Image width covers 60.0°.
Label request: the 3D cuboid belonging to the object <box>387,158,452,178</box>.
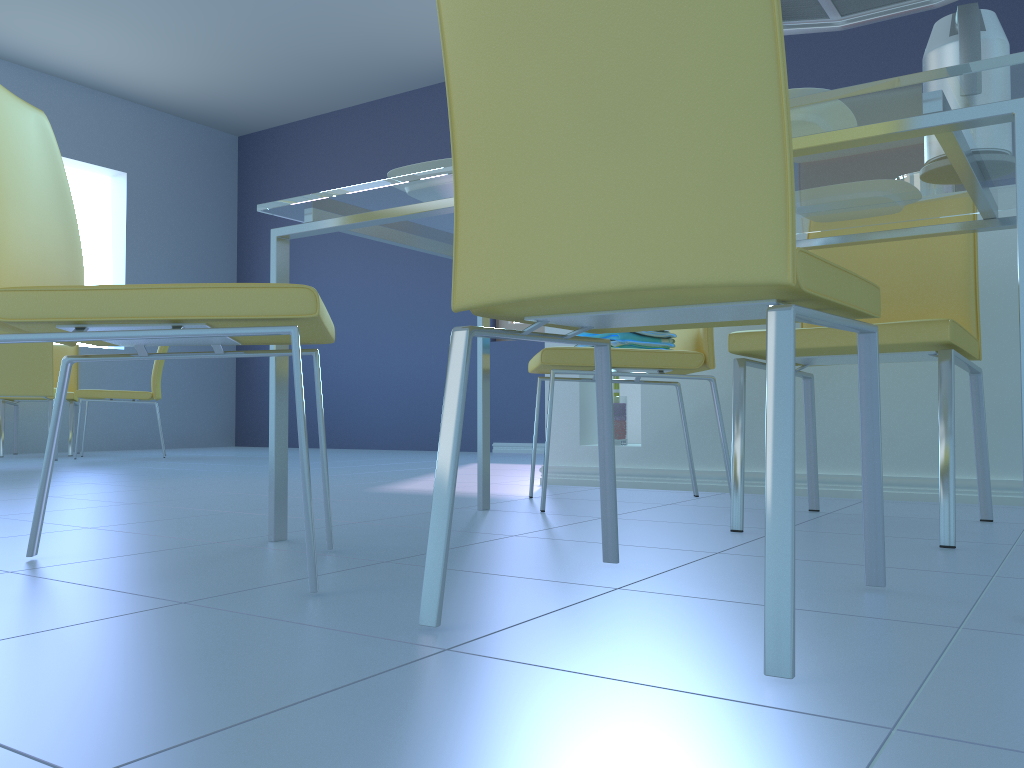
[{"bbox_3d":[-0.076,-0.329,1.467,0.228,0.020,0.228,-1,-3,30],"label":"object"}]

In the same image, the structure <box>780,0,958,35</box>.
[{"bbox_3d":[1.089,-1.703,2.725,0.895,0.962,0.695,-2,-3,33],"label":"structure"}]

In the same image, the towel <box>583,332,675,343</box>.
[{"bbox_3d":[0.281,-0.110,2.239,0.195,0.027,0.192,1,-3,-36],"label":"towel"}]

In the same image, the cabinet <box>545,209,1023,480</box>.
[{"bbox_3d":[1.467,-0.058,3.344,2.139,0.800,2.200,-2,-3,33],"label":"cabinet"}]

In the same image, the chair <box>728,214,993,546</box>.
[{"bbox_3d":[0.706,-0.071,1.763,0.387,0.695,0.484,-2,-3,36],"label":"chair"}]

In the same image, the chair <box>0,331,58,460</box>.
[{"bbox_3d":[-2.471,0.041,4.401,0.387,0.695,0.484,1,-3,-26],"label":"chair"}]

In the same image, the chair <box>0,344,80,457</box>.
[{"bbox_3d":[-2.861,0.082,5.410,0.387,0.695,0.484,1,-2,-21],"label":"chair"}]

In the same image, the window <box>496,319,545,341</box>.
[{"bbox_3d":[0.509,-0.919,5.403,1.475,1.263,0.142,-2,-3,33],"label":"window"}]

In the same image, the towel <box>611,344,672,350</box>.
[{"bbox_3d":[0.280,-0.081,2.240,0.195,0.024,0.201,2,-3,-37],"label":"towel"}]

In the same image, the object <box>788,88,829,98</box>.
[{"bbox_3d":[0.339,-0.341,1.193,0.228,0.020,0.228,-1,-3,30],"label":"object"}]

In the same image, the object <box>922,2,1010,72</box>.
[{"bbox_3d":[0.686,-0.437,1.329,0.132,0.222,0.146,0,-2,-14],"label":"object"}]

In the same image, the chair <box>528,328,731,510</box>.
[{"bbox_3d":[0.296,-0.051,2.244,0.484,0.695,0.387,0,-2,-3],"label":"chair"}]

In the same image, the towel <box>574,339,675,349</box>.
[{"bbox_3d":[0.279,-0.095,2.235,0.195,0.024,0.201,1,-3,-32],"label":"towel"}]

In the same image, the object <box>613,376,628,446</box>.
[{"bbox_3d":[0.331,-0.016,2.830,0.067,0.423,0.229,1,-3,-26],"label":"object"}]

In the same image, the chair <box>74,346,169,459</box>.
[{"bbox_3d":[-2.221,0.070,5.096,0.484,0.699,0.387,1,-2,-21],"label":"chair"}]

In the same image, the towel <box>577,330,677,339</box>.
[{"bbox_3d":[0.284,-0.126,2.237,0.195,0.033,0.190,1,-3,-30],"label":"towel"}]

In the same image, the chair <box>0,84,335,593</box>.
[{"bbox_3d":[-0.503,-0.089,1.239,0.484,0.695,0.387,0,-2,-8],"label":"chair"}]

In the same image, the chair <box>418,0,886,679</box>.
[{"bbox_3d":[0.176,-0.099,1.008,0.387,0.695,0.484,-1,-3,31],"label":"chair"}]

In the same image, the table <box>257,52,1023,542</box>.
[{"bbox_3d":[0.242,-0.022,1.523,1.173,0.590,0.730,-2,-3,33],"label":"table"}]
